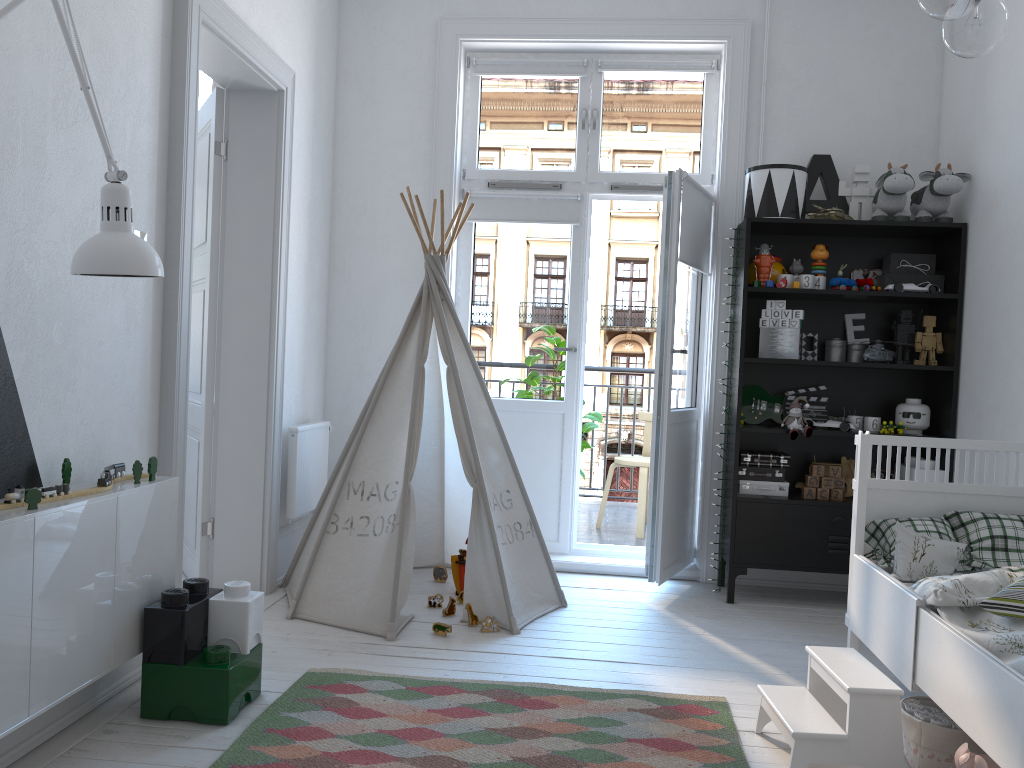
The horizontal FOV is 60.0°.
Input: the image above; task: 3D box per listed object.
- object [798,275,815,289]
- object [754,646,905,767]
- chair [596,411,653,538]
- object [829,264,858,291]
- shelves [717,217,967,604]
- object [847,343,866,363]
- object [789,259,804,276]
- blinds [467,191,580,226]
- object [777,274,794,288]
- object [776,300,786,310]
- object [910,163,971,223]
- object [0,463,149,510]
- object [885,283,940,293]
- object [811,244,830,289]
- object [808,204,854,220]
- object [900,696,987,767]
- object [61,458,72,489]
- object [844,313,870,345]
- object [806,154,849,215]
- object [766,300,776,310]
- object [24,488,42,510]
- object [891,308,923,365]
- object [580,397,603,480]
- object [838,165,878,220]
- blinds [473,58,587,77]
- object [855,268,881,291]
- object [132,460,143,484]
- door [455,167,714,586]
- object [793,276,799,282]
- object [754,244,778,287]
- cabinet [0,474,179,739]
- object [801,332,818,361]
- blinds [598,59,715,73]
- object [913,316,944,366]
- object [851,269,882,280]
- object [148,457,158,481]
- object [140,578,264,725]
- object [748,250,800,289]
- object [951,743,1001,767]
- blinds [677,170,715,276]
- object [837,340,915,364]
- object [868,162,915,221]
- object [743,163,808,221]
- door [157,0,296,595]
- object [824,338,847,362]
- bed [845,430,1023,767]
[{"bbox_3d":[1.288,-0.442,3.879,0.067,0.067,0.067,3,1,7],"label":"object"},{"bbox_3d":[0.824,0.855,2.314,0.288,0.246,0.332,3,1,1],"label":"object"},{"bbox_3d":[0.824,0.537,5.424,0.498,0.715,0.436,1,2,-39],"label":"chair"},{"bbox_3d":[1.461,-0.463,3.900,0.121,0.126,0.087,2,1,-17],"label":"object"},{"bbox_3d":[1.443,0.137,3.962,0.911,1.678,0.353,3,1,6],"label":"shelves"},{"bbox_3d":[1.567,-0.138,3.958,0.078,0.091,0.246,3,1,0],"label":"object"},{"bbox_3d":[1.294,-0.491,4.040,0.063,0.160,0.063,2,1,-16],"label":"object"},{"bbox_3d":[0.057,-0.877,4.418,0.565,0.158,0.032,3,1,6],"label":"blinds"},{"bbox_3d":[1.202,-0.446,3.903,0.067,0.067,0.067,3,1,7],"label":"object"},{"bbox_3d":[1.178,-0.345,3.886,0.040,0.040,0.040,3,1,16],"label":"object"},{"bbox_3d":[1.801,-0.807,3.853,0.211,0.253,0.386,2,1,-11],"label":"object"},{"bbox_3d":[-1.081,0.247,2.098,0.111,0.047,0.902,3,1,0],"label":"object"},{"bbox_3d":[1.726,-0.412,3.828,0.230,0.048,0.098,2,1,-4],"label":"object"},{"bbox_3d":[1.354,-0.513,3.910,0.077,0.213,0.077,4,2,39],"label":"object"},{"bbox_3d":[1.393,-0.754,3.903,0.121,0.100,0.338,4,1,41],"label":"object"},{"bbox_3d":[1.124,0.918,2.314,0.215,0.148,0.240,3,1,13],"label":"object"},{"bbox_3d":[-1.121,0.226,2.231,0.009,0.081,0.037,3,1,-1],"label":"object"},{"bbox_3d":[1.587,-0.252,4.081,0.107,0.151,0.055,3,1,6],"label":"object"},{"bbox_3d":[1.415,-0.878,4.082,0.343,0.344,0.057,3,1,6],"label":"object"},{"bbox_3d":[1.139,-0.347,3.901,0.040,0.040,0.040,3,1,11],"label":"object"},{"bbox_3d":[-1.049,0.252,1.942,0.006,0.046,0.037,3,2,32],"label":"object"},{"bbox_3d":[1.759,-0.212,3.956,0.117,0.259,0.081,3,1,6],"label":"object"},{"bbox_3d":[0.242,0.253,5.503,0.720,1.225,0.489,3,1,16],"label":"object"},{"bbox_3d":[1.583,-0.842,4.035,0.190,0.290,0.065,3,1,11],"label":"object"},{"bbox_3d":[0.088,-1.570,4.400,0.565,0.087,0.032,3,1,6],"label":"blinds"},{"bbox_3d":[1.574,-0.459,3.931,0.087,0.112,0.122,2,1,-24],"label":"object"},{"bbox_3d":[-1.010,0.237,2.391,0.007,0.063,0.029,3,2,33],"label":"object"},{"bbox_3d":[0.294,-0.057,4.183,1.263,1.839,0.636,3,1,8],"label":"door"},{"bbox_3d":[1.260,-0.444,3.941,0.067,0.067,0.067,2,1,-20],"label":"object"},{"bbox_3d":[1.118,-0.518,3.910,0.105,0.203,0.072,3,1,13],"label":"object"},{"bbox_3d":[-1.108,0.497,2.087,0.183,0.454,0.970,3,1,6],"label":"cabinet"},{"bbox_3d":[1.373,-0.170,4.095,0.070,0.135,0.028,3,1,5],"label":"object"},{"bbox_3d":[0.706,-1.555,4.338,0.565,0.060,0.032,3,1,6],"label":"blinds"},{"bbox_3d":[1.827,-0.189,3.887,0.114,0.221,0.052,3,1,5],"label":"object"},{"bbox_3d":[1.736,-0.460,4.072,0.347,0.132,0.037,3,1,6],"label":"object"},{"bbox_3d":[-0.997,0.235,2.458,0.009,0.067,0.054,2,1,-3],"label":"object"},{"bbox_3d":[-0.856,0.730,2.474,0.246,0.332,0.246,3,1,6],"label":"object"},{"bbox_3d":[1.159,-0.513,3.977,0.197,0.197,0.318,3,1,2],"label":"object"},{"bbox_3d":[1.055,0.918,2.049,0.254,0.152,0.125,3,1,5],"label":"object"},{"bbox_3d":[0.850,-0.719,4.058,0.032,0.390,0.565,3,1,26],"label":"blinds"},{"bbox_3d":[1.617,-0.141,3.920,0.368,0.106,0.349,3,1,7],"label":"object"},{"bbox_3d":[1.649,-0.814,3.863,0.154,0.253,0.370,3,1,14],"label":"object"},{"bbox_3d":[1.215,-0.843,4.028,0.272,0.259,0.395,3,1,34],"label":"object"},{"bbox_3d":[-1.164,-0.215,3.488,0.505,2.177,1.465,2,1,-10],"label":"door"},{"bbox_3d":[1.478,-0.152,4.051,0.095,0.110,0.095,3,1,10],"label":"object"},{"bbox_3d":[1.361,0.587,2.224,0.670,0.833,1.403,3,1,6],"label":"bed"}]
